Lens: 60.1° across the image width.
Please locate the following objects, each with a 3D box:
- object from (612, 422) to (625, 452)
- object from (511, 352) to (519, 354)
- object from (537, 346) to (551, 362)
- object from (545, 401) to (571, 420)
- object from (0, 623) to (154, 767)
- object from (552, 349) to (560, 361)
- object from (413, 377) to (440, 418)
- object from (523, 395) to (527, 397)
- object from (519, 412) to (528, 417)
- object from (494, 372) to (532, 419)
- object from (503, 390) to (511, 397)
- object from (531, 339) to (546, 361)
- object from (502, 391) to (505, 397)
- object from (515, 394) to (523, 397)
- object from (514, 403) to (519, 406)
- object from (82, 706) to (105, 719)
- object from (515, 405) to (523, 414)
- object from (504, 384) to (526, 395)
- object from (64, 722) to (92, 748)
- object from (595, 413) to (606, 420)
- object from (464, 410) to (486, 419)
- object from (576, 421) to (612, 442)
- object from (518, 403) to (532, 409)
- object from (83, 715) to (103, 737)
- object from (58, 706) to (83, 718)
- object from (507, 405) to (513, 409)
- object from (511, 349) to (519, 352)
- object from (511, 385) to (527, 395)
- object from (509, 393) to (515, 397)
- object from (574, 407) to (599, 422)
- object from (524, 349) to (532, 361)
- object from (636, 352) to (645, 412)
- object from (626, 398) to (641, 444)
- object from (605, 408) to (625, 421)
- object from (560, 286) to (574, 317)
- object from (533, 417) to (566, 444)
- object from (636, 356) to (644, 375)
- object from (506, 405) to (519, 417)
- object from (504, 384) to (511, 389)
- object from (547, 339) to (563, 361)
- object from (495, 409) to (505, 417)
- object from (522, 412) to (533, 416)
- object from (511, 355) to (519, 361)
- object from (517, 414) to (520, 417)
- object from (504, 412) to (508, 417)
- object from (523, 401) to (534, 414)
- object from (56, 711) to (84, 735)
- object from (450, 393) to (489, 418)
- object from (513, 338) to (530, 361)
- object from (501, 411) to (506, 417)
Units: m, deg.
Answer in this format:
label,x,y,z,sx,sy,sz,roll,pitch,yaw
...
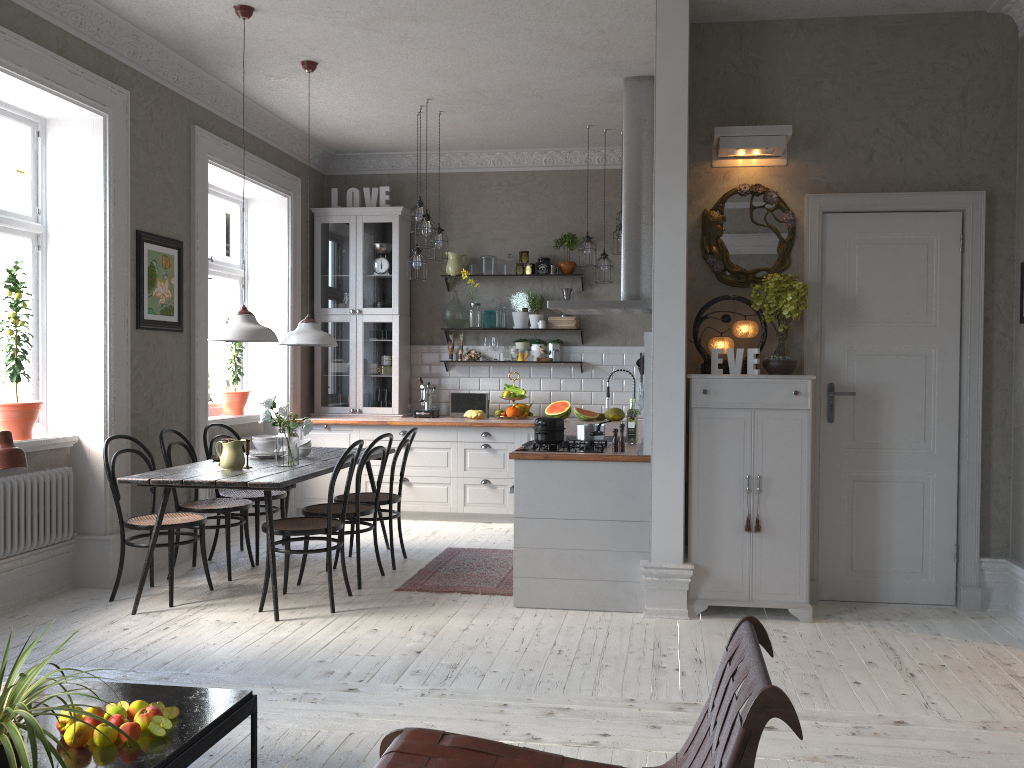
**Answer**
label,x,y,z,sx,sy,sz,roll,pitch,yaw
object,0.594,0.295,4.931,0.072,0.167,0.036,1,1,8
object,0.026,-0.269,8.071,0.076,0.051,0.078,1,1,28
object,0.296,-0.278,8.082,0.120,0.147,0.099,0,1,-23
object,0.403,0.235,7.752,0.231,0.174,0.221,1,1,31
object,-1.238,0.781,2.180,0.719,0.420,0.674,1,1,27
object,0.401,-0.260,8.049,0.077,0.108,0.078,0,1,2
object,-0.786,0.120,8.034,0.204,0.370,0.355,1,1,10
object,0.106,0.112,7.973,0.051,0.050,0.050,1,1,18
object,0.104,0.278,7.908,0.069,0.051,0.088,0,1,-33
object,0.016,0.102,7.975,0.353,0.425,0.350,0,1,-6
object,-0.044,0.090,7.912,0.058,0.069,0.080,1,1,29
object,0.239,-0.314,8.178,0.170,0.214,0.150,1,1,39
object,-0.045,0.104,7.989,0.096,0.078,0.101,0,1,-4
object,0.060,0.114,7.949,0.076,0.062,0.099,0,1,-18
object,0.046,0.218,8.040,0.085,0.093,0.087,1,1,5
object,-1.192,0.948,2.521,0.058,0.058,0.058,0,1,-8
object,0.058,0.231,7.922,0.087,0.078,0.089,1,1,35
object,0.026,0.047,7.946,0.208,0.101,0.068,1,1,15
object,-1.174,0.946,2.392,0.069,0.066,0.071,1,1,24
object,0.776,0.287,7.828,0.204,0.073,0.118,0,1,-28
object,-0.328,0.270,7.857,0.195,0.083,0.190,1,1,9
object,0.519,0.273,5.257,0.297,0.134,0.178,2,2,43
object,0.115,0.202,7.987,0.127,0.056,0.059,0,1,1
object,-1.166,0.950,2.462,0.058,0.056,0.060,0,1,-4
object,-1.263,0.949,2.529,0.069,0.055,0.059,0,1,-24
object,0.016,0.229,8.051,0.077,0.076,0.157,1,1,35
object,0.026,-0.294,8.071,0.077,0.051,0.077,0,1,-5
object,0.066,0.056,8.010,0.177,0.096,0.090,1,1,29
object,-0.001,0.113,7.922,0.063,0.061,0.067,1,1,9
object,0.648,0.263,7.668,0.226,0.127,0.147,0,1,-9
object,0.149,-0.263,8.110,0.077,0.108,0.078,0,1,2
object,0.956,-0.014,6.642,0.080,0.443,0.331,1,1,10
object,0.750,0.230,5.448,0.089,0.282,0.082,1,1,9
object,0.902,0.266,7.760,0.207,0.119,0.130,0,1,-29
object,0.501,-0.754,8.093,0.131,0.287,0.130,0,1,-6
object,0.213,0.267,5.067,0.192,0.147,0.191,0,1,-11
object,1.045,-0.154,7.001,0.106,0.161,0.139,1,1,26
object,0.005,0.243,7.853,0.114,0.110,0.110,0,1,-24
object,-0.039,0.025,7.959,0.073,0.058,0.050,0,1,-15
object,0.403,-0.311,8.164,0.158,0.213,0.153,1,1,7
object,-0.092,0.263,8.013,0.075,0.072,0.155,1,1,38
object,0.109,0.266,8.031,0.055,0.044,0.212,-1,2,-43
object,0.026,-0.235,8.072,0.077,0.051,0.077,0,1,2
object,0.036,0.283,7.923,0.070,0.065,0.070,1,1,30
object,-0.042,0.276,7.985,0.070,0.076,0.227,0,1,-8
object,0.141,0.209,7.976,0.060,0.120,0.128,1,1,33
object,-1.232,0.944,2.461,0.066,0.066,0.071,1,1,14
object,-0.388,0.195,8.069,0.349,0.226,0.088,1,1,8
object,0.084,-0.320,8.190,0.158,0.217,0.154,0,1,-11
object,-0.059,0.267,7.972,0.083,0.057,0.090,1,2,41
